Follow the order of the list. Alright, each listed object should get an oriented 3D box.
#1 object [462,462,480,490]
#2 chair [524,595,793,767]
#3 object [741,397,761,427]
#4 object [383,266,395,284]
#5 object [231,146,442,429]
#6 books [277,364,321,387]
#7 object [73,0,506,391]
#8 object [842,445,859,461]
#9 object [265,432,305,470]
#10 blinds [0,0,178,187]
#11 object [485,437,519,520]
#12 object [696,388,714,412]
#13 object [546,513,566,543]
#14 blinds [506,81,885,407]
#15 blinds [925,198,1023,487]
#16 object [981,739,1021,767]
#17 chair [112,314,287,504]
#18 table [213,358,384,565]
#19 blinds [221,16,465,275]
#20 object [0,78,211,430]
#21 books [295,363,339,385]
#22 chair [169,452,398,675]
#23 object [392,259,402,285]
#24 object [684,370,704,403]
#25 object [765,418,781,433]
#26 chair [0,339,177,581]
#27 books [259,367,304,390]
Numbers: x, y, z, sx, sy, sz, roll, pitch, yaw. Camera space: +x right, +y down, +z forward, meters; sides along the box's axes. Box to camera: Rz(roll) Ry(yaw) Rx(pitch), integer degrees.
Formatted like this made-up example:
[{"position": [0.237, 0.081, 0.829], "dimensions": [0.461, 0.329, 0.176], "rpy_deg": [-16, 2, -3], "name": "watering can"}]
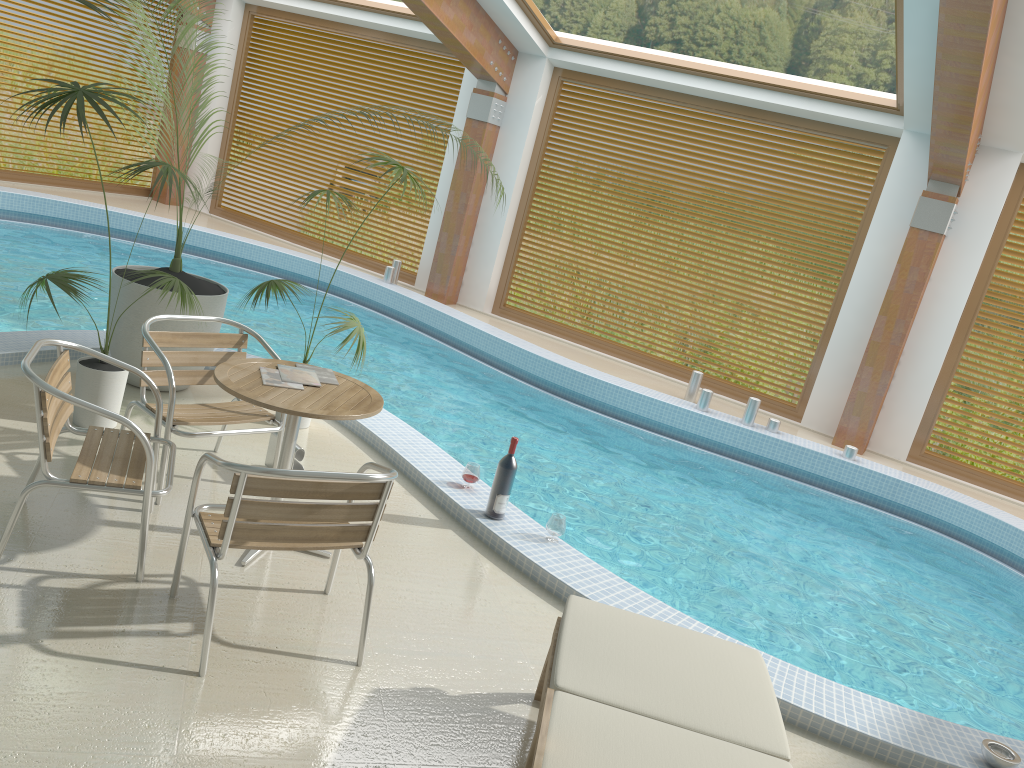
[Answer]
[{"position": [-0.225, 0.503, 4.856], "dimensions": [0.102, 0.137, 0.102], "rpy_deg": [24, 16, 34], "name": "object"}, {"position": [0.414, 1.023, 2.213], "dimensions": [0.861, 0.866, 1.903], "rpy_deg": [16, 13, 4], "name": "chair"}, {"position": [2.219, 0.256, 8.233], "dimensions": [0.115, 0.254, 0.115], "rpy_deg": [9, 15, -23], "name": "object"}, {"position": [-1.490, -1.329, 10.755], "dimensions": [0.115, 0.204, 0.115], "rpy_deg": [9, 15, -23], "name": "object"}, {"position": [-1.055, -0.558, 5.244], "dimensions": [1.059, 1.695, 0.791], "rpy_deg": [18, 14, 13], "name": "object"}, {"position": [-0.915, -0.037, 3.808], "dimensions": [0.166, 0.004, 0.241], "rpy_deg": [9, 15, -22], "name": "books"}, {"position": [-1.655, -1.351, 5.065], "dimensions": [2.979, 2.960, 2.729], "rpy_deg": [1, 19, -45], "name": "object"}, {"position": [3.040, 0.617, 7.975], "dimensions": [0.115, 0.107, 0.115], "rpy_deg": [11, 14, -15], "name": "object"}, {"position": [-1.148, 0.379, 4.520], "dimensions": [0.081, 0.223, 0.272], "rpy_deg": [2, 18, -43], "name": "object"}, {"position": [-6.076, -4.623, 11.142], "dimensions": [0.099, 4.025, 4.500], "rpy_deg": [21, 15, 25], "name": "blinds"}, {"position": [-0.037, 0.475, 4.521], "dimensions": [0.109, 0.435, 0.109], "rpy_deg": [8, 15, -28], "name": "object"}, {"position": [1.814, 0.151, 8.349], "dimensions": [0.115, 0.194, 0.115], "rpy_deg": [9, 15, -23], "name": "object"}, {"position": [0.219, 0.722, 4.447], "dimensions": [0.102, 0.137, 0.102], "rpy_deg": [24, 16, 34], "name": "object"}, {"position": [1.898, -1.646, 10.108], "dimensions": [4.200, 2.921, 0.095], "rpy_deg": [21, 15, 25], "name": "blinds"}, {"position": [6.273, 0.065, 7.905], "dimensions": [4.414, 2.921, 0.095], "rpy_deg": [21, 15, 25], "name": "blinds"}, {"position": [1.885, 1.452, 3.438], "dimensions": [0.140, 0.069, 0.140], "rpy_deg": [14, 13, -5], "name": "object"}, {"position": [-1.445, 0.103, 4.205], "dimensions": [0.563, 0.727, 0.618], "rpy_deg": [25, 17, 37], "name": "chair"}, {"position": [-0.970, 0.343, 3.787], "dimensions": [0.700, 0.720, 0.700], "rpy_deg": [2, 19, -43], "name": "table"}, {"position": [-2.345, -3.305, 12.245], "dimensions": [4.200, 2.921, 0.095], "rpy_deg": [21, 15, 25], "name": "blinds"}, {"position": [-1.973, -0.576, 4.329], "dimensions": [1.059, 1.695, 0.791], "rpy_deg": [8, 15, -28], "name": "object"}, {"position": [-0.860, -0.043, 3.911], "dimensions": [0.166, 0.004, 0.241], "rpy_deg": [9, 15, -22], "name": "books"}, {"position": [-0.802, 0.536, 3.147], "dimensions": [0.618, 0.727, 0.563], "rpy_deg": [7, 16, -31], "name": "chair"}, {"position": [-1.471, -1.394, 11.131], "dimensions": [0.115, 0.320, 0.115], "rpy_deg": [11, 14, -15], "name": "object"}, {"position": [1.828, 0.031, 8.922], "dimensions": [0.115, 0.320, 0.115], "rpy_deg": [11, 14, -15], "name": "object"}, {"position": [2.432, 0.386, 8.255], "dimensions": [0.115, 0.107, 0.115], "rpy_deg": [11, 14, -15], "name": "object"}, {"position": [-1.590, 0.261, 3.409], "dimensions": [0.563, 0.727, 0.618], "rpy_deg": [10, 14, -21], "name": "chair"}, {"position": [-0.966, -0.023, 3.716], "dimensions": [0.166, 0.004, 0.241], "rpy_deg": [9, 15, -22], "name": "books"}]
